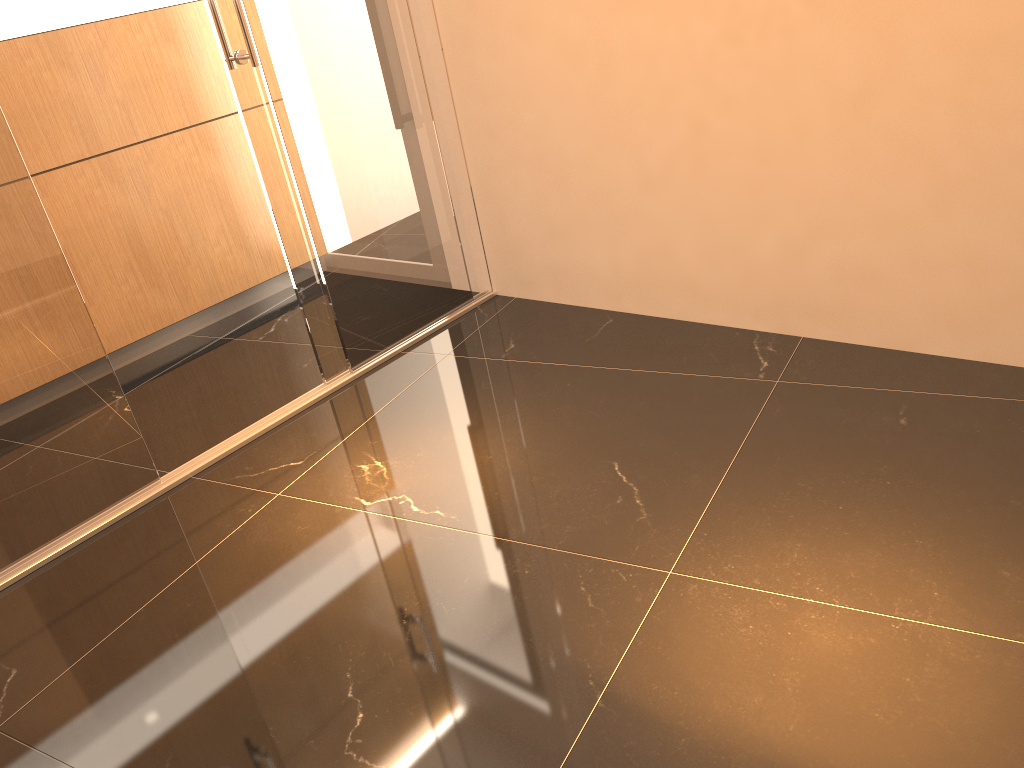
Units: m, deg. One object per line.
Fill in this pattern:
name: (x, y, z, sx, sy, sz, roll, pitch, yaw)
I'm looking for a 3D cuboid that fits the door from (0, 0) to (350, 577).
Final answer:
door: (-1.297, -1.263, 2.583, 0.098, 3.285, 2.473, 12, 35, 40)
